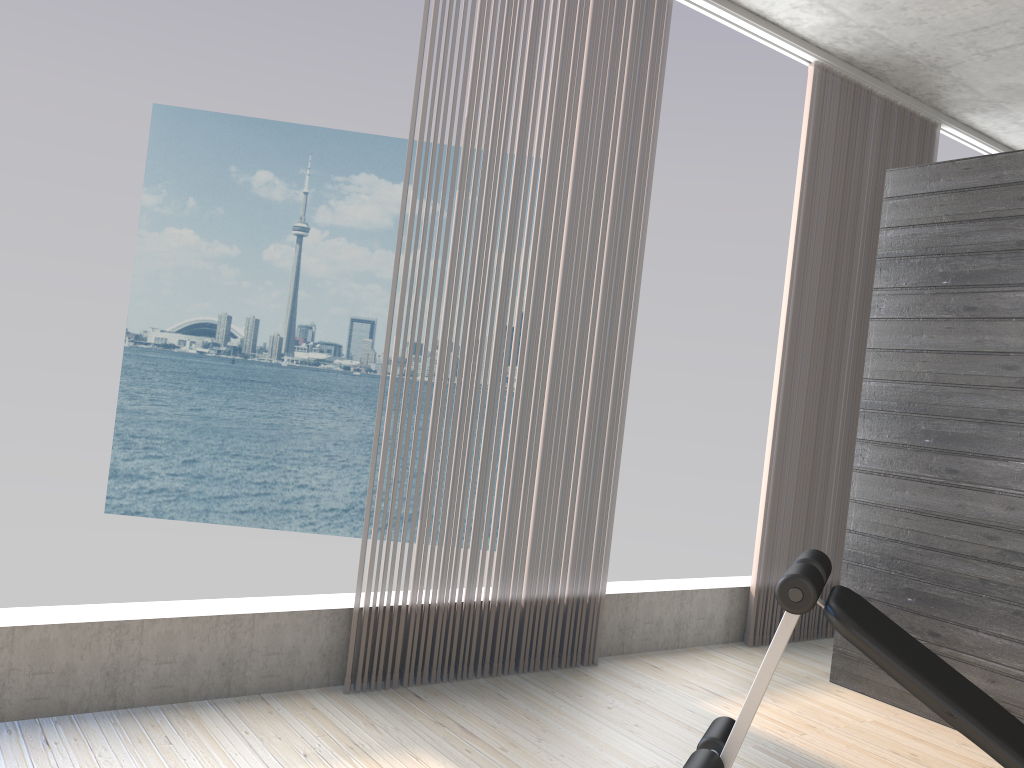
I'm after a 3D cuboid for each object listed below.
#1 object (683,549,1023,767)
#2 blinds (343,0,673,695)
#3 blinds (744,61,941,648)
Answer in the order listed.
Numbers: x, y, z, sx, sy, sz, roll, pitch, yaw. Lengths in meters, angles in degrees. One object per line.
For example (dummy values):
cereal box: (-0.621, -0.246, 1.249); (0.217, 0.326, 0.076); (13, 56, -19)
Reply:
object: (1.006, 0.806, 1.794); (1.312, 0.746, 0.505); (6, -1, 24)
blinds: (0.049, -0.295, 3.261); (1.133, 2.744, 0.069); (7, -1, -36)
blinds: (1.690, -0.096, 4.446); (1.133, 2.744, 0.069); (7, -1, -36)
